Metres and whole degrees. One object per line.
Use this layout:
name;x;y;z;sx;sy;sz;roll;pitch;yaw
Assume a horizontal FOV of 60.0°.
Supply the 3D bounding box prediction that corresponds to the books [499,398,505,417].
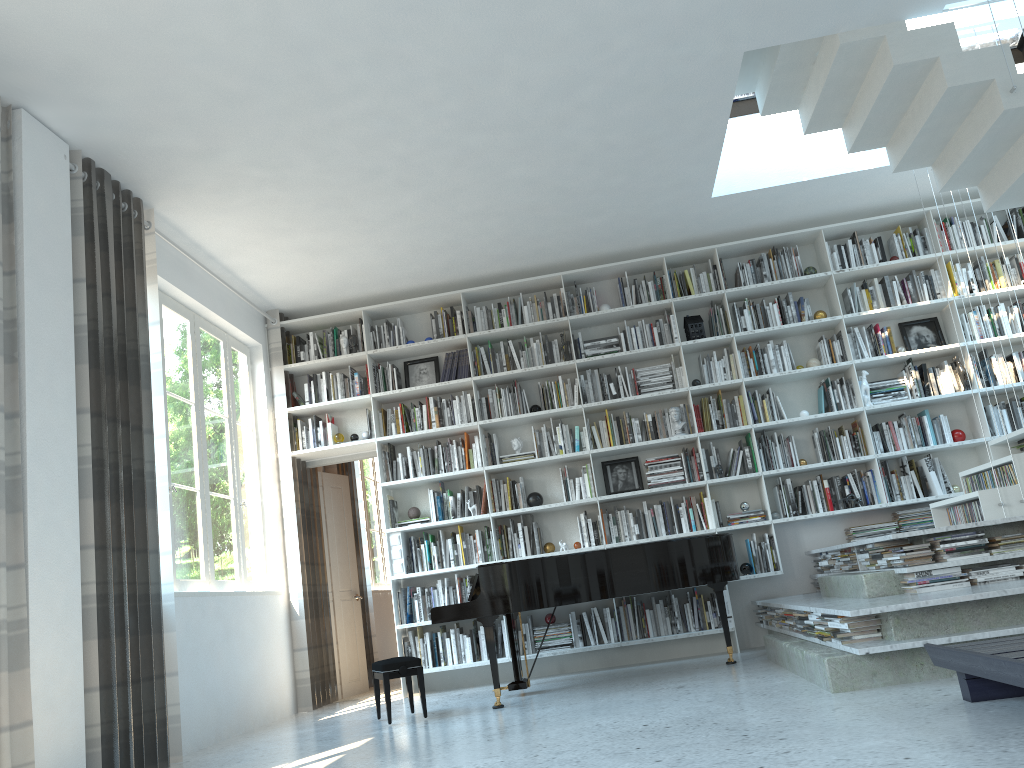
books;-0.068;0.224;7.263;0.029;0.186;0.149;-9;-13;5

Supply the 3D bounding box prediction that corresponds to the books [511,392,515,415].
books;0.021;0.192;7.268;0.011;0.226;0.130;-9;-13;5

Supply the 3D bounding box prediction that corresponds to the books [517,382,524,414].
books;0.079;0.146;7.243;0.011;0.286;0.189;-9;-13;5

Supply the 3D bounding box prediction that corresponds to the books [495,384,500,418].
books;-0.105;0.167;7.285;0.011;0.316;0.155;-9;-13;5

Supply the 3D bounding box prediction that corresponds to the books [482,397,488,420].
books;-0.212;0.233;7.295;0.029;0.224;0.137;-9;-13;5

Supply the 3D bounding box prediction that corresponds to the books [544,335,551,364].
books;0.306;-0.247;7.330;0.022;0.290;0.147;-9;-13;5

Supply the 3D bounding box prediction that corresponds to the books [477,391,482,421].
books;-0.252;0.208;7.298;0.012;0.284;0.160;-9;-13;5

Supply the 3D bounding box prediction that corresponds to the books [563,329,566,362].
books;0.430;-0.279;7.299;0.058;0.301;0.175;-9;-13;5

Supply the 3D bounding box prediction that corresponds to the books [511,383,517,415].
books;0.025;0.154;7.255;0.011;0.291;0.177;-9;-13;5

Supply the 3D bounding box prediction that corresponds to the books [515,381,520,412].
books;0.058;0.141;7.273;0.005;0.315;0.157;-9;-13;5

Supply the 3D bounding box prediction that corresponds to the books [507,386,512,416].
books;-0.007;0.166;7.258;0.011;0.278;0.169;-9;-13;5

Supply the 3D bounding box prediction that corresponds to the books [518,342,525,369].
books;0.089;-0.201;7.338;0.027;0.264;0.169;-9;-13;5

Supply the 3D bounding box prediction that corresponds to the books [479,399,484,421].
books;-0.235;0.239;7.271;0.015;0.207;0.186;-9;-14;5

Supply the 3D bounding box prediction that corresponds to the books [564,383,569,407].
books;0.448;0.118;7.223;0.011;0.229;0.166;-9;-13;5

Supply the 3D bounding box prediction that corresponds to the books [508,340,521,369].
books;0.035;-0.206;7.330;0.075;0.285;0.179;-9;-13;5

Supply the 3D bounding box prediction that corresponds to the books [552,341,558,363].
books;0.359;-0.227;7.301;0.022;0.222;0.161;-9;-13;5

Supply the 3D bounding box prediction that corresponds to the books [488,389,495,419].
books;-0.156;0.192;7.275;0.026;0.279;0.151;-9;-13;5

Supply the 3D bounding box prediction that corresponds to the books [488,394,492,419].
books;-0.171;0.215;7.279;0.012;0.239;0.134;-9;-13;5

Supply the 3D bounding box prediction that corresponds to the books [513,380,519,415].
books;0.043;0.140;7.269;0.004;0.320;0.153;-9;-13;5

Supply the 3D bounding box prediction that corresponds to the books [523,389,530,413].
books;0.128;0.170;7.250;0.031;0.231;0.148;-9;-13;5

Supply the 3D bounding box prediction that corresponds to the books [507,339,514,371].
books;-0.007;-0.207;7.362;0.013;0.314;0.135;-9;-13;5

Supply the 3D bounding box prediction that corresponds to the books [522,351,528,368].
books;0.121;-0.166;7.319;0.028;0.179;0.168;-9;-14;5

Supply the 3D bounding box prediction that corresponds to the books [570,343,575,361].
books;0.506;-0.230;7.312;0.019;0.193;0.098;-9;-13;5

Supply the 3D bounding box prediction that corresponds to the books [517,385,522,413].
books;0.074;0.153;7.261;0.004;0.283;0.167;-9;-13;5

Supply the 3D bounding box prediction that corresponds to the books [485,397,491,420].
books;-0.185;0.231;7.291;0.024;0.219;0.140;-9;-13;5

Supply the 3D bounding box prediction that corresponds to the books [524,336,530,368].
books;0.131;-0.231;7.332;0.012;0.307;0.145;-9;-13;5

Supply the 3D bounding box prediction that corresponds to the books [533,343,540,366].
books;0.211;-0.207;7.304;0.021;0.225;0.192;-9;-13;5

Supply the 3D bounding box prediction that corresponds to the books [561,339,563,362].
books;0.417;-0.258;7.297;0.055;0.263;0.167;-9;-13;5

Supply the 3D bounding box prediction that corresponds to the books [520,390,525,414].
books;0.096;0.176;7.270;0.009;0.236;0.135;-9;-13;5

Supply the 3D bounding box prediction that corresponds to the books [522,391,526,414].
books;0.107;0.182;7.260;0.012;0.217;0.151;-9;-13;5

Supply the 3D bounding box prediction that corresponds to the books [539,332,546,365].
books;0.262;-0.257;7.313;0.011;0.312;0.184;-9;-13;5

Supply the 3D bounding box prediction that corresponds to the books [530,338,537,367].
books;0.186;-0.226;7.336;0.026;0.285;0.138;-9;-13;5

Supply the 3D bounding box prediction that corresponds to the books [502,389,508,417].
books;-0.047;0.183;7.246;0.012;0.251;0.184;-9;-13;5

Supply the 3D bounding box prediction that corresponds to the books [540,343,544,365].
books;0.257;-0.213;7.315;0.013;0.230;0.142;-9;-13;5

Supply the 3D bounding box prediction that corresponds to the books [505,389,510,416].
books;-0.023;0.183;7.267;0.011;0.255;0.152;-9;-13;5

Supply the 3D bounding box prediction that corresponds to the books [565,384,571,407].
books;0.466;0.122;7.220;0.024;0.215;0.142;-9;-13;5

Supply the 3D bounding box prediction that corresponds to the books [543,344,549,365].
books;0.288;-0.207;7.321;0.024;0.213;0.150;-9;-13;5

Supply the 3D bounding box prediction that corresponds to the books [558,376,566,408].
books;0.416;0.093;7.221;0.022;0.284;0.190;-9;-13;5

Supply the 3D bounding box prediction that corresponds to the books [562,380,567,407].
books;0.435;0.105;7.223;0.010;0.256;0.140;-9;-13;5

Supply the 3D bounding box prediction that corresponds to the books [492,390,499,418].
books;-0.120;0.193;7.268;0.024;0.261;0.178;-9;-13;5

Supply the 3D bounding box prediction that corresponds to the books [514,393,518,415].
books;0.044;0.194;7.270;0.012;0.216;0.133;-9;-13;5

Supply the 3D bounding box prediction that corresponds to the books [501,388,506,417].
books;-0.058;0.179;7.246;0.009;0.262;0.190;-9;-13;5

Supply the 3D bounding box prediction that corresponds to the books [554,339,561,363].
books;0.383;-0.234;7.316;0.025;0.236;0.153;-9;-13;5

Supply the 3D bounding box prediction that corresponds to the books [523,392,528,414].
books;0.115;0.184;7.257;0.004;0.209;0.132;-9;-13;5

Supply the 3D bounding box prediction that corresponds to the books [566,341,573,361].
books;0.481;-0.237;7.309;0.028;0.211;0.135;-9;-13;5

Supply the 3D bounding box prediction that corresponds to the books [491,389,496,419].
books;-0.138;0.189;7.270;0.012;0.275;0.157;-9;-13;5

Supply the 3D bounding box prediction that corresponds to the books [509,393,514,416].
books;0.008;0.196;7.243;0.011;0.208;0.181;-9;-13;5

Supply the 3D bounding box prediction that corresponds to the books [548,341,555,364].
books;0.334;-0.221;7.299;0.030;0.217;0.183;-9;-13;5

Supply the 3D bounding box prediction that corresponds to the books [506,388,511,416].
books;-0.016;0.175;7.251;0.009;0.260;0.180;-9;-13;5

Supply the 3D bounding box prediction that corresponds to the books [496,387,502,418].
books;-0.095;0.177;7.259;0.010;0.283;0.184;-9;-13;5

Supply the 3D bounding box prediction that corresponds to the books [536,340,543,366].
books;0.235;-0.223;7.324;0.028;0.260;0.136;-9;-13;5

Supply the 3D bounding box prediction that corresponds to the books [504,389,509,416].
books;-0.034;0.182;7.269;0.010;0.261;0.170;-9;-13;5

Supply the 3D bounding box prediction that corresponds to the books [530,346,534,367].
books;0.173;-0.189;7.317;0.010;0.208;0.174;-9;-13;5

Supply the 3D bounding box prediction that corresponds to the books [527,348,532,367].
books;0.159;-0.182;7.344;0.024;0.212;0.128;-9;-13;5

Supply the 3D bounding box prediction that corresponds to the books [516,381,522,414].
books;0.068;0.144;7.267;0.005;0.304;0.163;-9;-13;5

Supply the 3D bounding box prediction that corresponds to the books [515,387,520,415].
books;0.053;0.166;7.255;0.010;0.261;0.158;-9;-13;5

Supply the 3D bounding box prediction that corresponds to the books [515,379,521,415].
books;0.062;0.133;7.271;0.005;0.330;0.162;-9;-13;5

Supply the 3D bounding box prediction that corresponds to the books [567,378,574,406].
books;0.485;0.096;7.213;0.022;0.256;0.155;-9;-13;5
